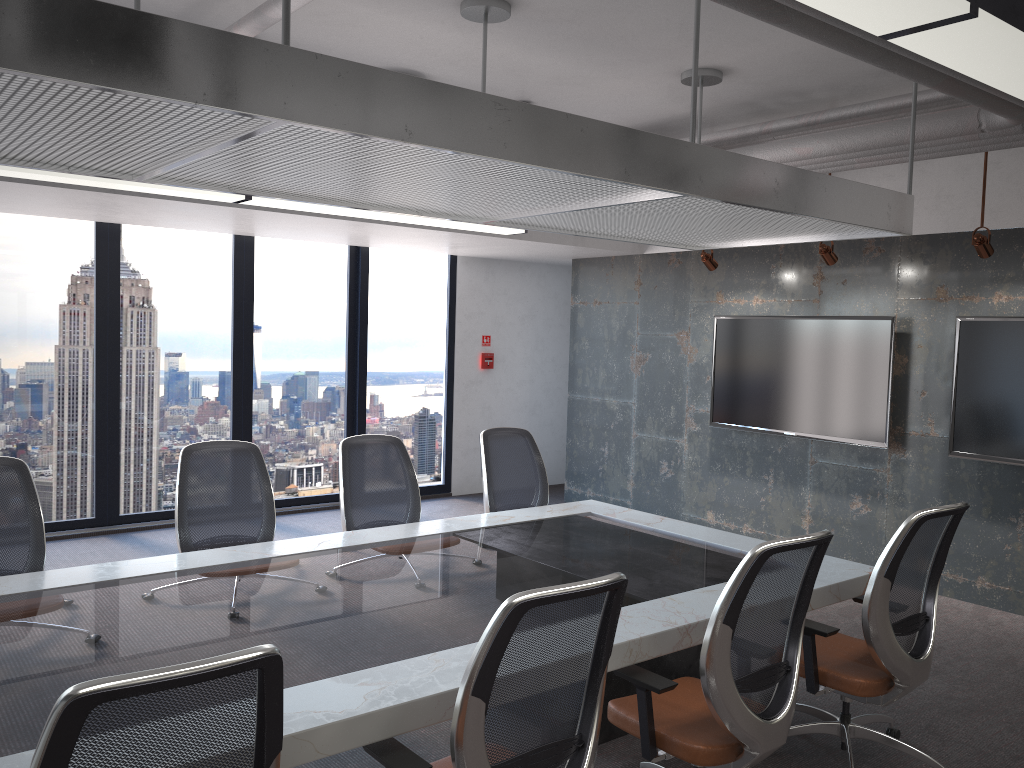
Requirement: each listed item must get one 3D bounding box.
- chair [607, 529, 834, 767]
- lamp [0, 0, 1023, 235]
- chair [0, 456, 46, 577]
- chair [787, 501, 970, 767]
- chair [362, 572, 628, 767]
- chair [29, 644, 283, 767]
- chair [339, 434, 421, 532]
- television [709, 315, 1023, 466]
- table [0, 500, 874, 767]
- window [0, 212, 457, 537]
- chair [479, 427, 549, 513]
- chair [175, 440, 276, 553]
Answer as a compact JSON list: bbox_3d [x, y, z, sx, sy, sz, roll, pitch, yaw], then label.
[{"bbox_3d":[0.647,1.019,3.042,0.828,1.166,0.789,3,3,15],"label":"chair"},{"bbox_3d":[-1.067,-1.343,2.802,6.097,0.908,4.126,-1,4,-39],"label":"lamp"},{"bbox_3d":[-2.059,0.913,3.539,0.828,1.166,0.789,3,3,15],"label":"chair"},{"bbox_3d":[1.388,1.007,3.633,0.828,1.166,0.789,3,3,15],"label":"chair"},{"bbox_3d":[-0.093,1.032,2.451,0.828,1.166,0.789,3,3,15],"label":"chair"},{"bbox_3d":[-0.834,1.044,1.860,0.828,1.166,0.789,3,3,15],"label":"chair"},{"bbox_3d":[-0.577,0.888,4.721,0.828,1.166,0.789,3,3,15],"label":"chair"},{"bbox_3d":[2.895,0.004,6.229,0.101,0.960,3.667,-1,4,-39],"label":"television"},{"bbox_3d":[-1.078,1.176,3.008,5.498,0.745,1.898,-1,4,-39],"label":"table"},{"bbox_3d":[-4.246,-0.097,6.586,9.225,2.670,0.121,-1,4,-39],"label":"window"},{"bbox_3d":[0.164,0.875,5.312,0.828,1.166,0.789,3,3,15],"label":"chair"},{"bbox_3d":[-1.294,0.893,4.263,0.828,1.166,0.789,3,4,21],"label":"chair"}]
